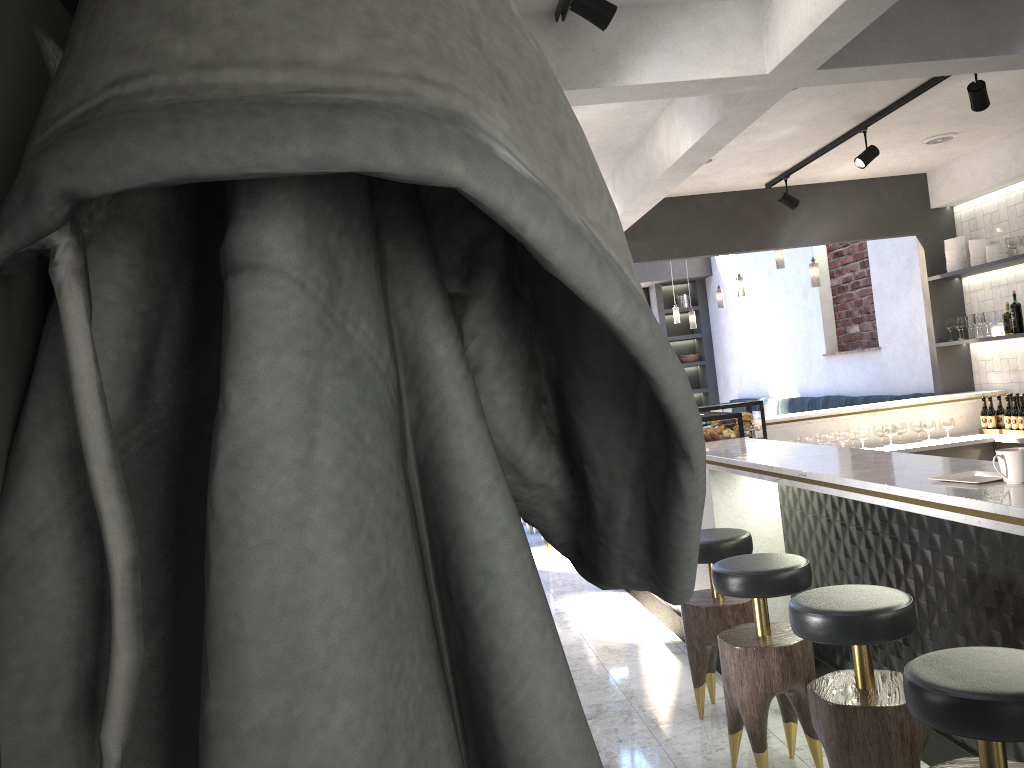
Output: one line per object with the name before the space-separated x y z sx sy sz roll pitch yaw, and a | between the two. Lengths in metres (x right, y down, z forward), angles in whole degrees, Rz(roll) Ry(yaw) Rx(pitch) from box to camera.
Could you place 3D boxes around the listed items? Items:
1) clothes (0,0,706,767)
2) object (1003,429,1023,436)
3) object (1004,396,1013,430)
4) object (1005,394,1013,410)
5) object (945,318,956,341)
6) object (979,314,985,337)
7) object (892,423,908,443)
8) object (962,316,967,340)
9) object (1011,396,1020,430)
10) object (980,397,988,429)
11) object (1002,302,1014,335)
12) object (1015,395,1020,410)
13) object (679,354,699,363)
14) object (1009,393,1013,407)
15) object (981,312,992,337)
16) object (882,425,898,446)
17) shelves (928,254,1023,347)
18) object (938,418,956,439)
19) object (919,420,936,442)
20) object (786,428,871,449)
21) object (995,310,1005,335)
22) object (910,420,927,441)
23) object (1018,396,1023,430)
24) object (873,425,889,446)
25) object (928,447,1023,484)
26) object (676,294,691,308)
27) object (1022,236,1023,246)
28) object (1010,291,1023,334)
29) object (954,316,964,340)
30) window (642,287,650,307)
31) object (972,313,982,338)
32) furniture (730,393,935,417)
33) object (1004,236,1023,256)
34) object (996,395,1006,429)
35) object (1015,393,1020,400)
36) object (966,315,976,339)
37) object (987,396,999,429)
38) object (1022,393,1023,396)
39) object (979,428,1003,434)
clothes | -0.047 0.218 0.398 0.343 1.128 0.384 -7 0 -10
object | 3.791 0.336 6.457 0.307 0.038 0.231 -7 -1 -6
object | 3.658 0.230 6.521 0.069 0.279 0.069 -6 0 -44
object | 3.785 0.217 6.736 0.070 0.279 0.069 -7 0 1
object | 3.599 -0.446 7.282 0.070 0.188 0.070 -7 0 -15
object | 3.733 -0.465 7.059 0.070 0.188 0.070 -7 0 -15
object | 2.965 0.373 6.779 0.114 0.147 0.114 -7 0 -2
object | 3.708 -0.459 7.294 0.070 0.188 0.070 -7 0 -15
object | 3.667 0.228 6.446 0.069 0.279 0.069 -7 0 -29
object | 3.629 0.236 6.795 0.069 0.279 0.069 -6 0 -44
object | 3.769 -0.529 6.139 0.082 0.294 1.100 -7 -1 -6
object | 3.733 0.221 6.528 0.070 0.279 0.069 -7 0 -4
object | 2.767 -0.395 13.829 0.305 0.123 0.304 -7 -1 15
object | 3.851 0.211 6.818 0.070 0.279 0.069 -7 0 26
object | 3.650 -0.458 6.813 0.070 0.188 0.070 -7 0 8
object | 2.830 0.387 6.632 0.114 0.147 0.114 -7 0 -2
shelves | 3.826 -0.657 5.592 0.300 0.580 3.601 -7 -1 -6
object | 3.277 0.336 6.681 0.114 0.147 0.114 -7 0 -2
object | 3.128 0.353 6.664 0.114 0.147 0.114 -7 0 -2
object | 2.382 0.440 6.678 0.575 0.147 0.256 -7 -1 -6
object | 3.758 -0.471 6.825 0.070 0.188 0.070 -7 0 8
object | 3.114 0.356 6.795 0.114 0.147 0.114 -7 0 -2
object | 3.675 0.226 6.371 0.070 0.279 0.069 -7 0 -19
object | 2.816 0.391 6.763 0.114 0.147 0.114 -7 0 -2
object | 1.396 0.238 2.613 0.175 0.097 0.301 -7 -1 -15
object | 2.682 -1.286 13.848 0.214 0.215 0.213 -7 0 3
object | 3.764 -1.006 6.436 0.114 0.147 0.114 -7 0 -2
object | 3.734 -0.532 6.565 0.072 0.319 0.072 -7 0 -22
object | 3.612 -0.449 7.165 0.070 0.188 0.070 -7 0 -15
window | 0.597 -1.552 7.658 6.404 5.364 12.712 -7 -1 -6
object | 3.637 -0.455 6.930 0.070 0.188 0.070 -7 0 -15
furniture | 0.664 1.041 9.902 6.020 1.151 5.342 -7 -1 -6
object | 3.635 -0.991 6.422 0.114 0.147 0.114 -7 0 -2
object | 3.711 0.226 6.730 0.069 0.279 0.069 -6 0 -44
object | 3.860 0.209 6.745 0.069 0.279 0.069 -7 0 -29
object | 3.720 -0.462 7.177 0.070 0.188 0.070 -7 0 -15
object | 3.638 0.234 6.720 0.069 0.279 0.069 -7 0 -29
object | 3.868 0.207 6.670 0.069 0.279 0.070 -7 0 16
object | 3.762 0.342 6.731 0.307 0.038 0.231 -7 -1 -6
